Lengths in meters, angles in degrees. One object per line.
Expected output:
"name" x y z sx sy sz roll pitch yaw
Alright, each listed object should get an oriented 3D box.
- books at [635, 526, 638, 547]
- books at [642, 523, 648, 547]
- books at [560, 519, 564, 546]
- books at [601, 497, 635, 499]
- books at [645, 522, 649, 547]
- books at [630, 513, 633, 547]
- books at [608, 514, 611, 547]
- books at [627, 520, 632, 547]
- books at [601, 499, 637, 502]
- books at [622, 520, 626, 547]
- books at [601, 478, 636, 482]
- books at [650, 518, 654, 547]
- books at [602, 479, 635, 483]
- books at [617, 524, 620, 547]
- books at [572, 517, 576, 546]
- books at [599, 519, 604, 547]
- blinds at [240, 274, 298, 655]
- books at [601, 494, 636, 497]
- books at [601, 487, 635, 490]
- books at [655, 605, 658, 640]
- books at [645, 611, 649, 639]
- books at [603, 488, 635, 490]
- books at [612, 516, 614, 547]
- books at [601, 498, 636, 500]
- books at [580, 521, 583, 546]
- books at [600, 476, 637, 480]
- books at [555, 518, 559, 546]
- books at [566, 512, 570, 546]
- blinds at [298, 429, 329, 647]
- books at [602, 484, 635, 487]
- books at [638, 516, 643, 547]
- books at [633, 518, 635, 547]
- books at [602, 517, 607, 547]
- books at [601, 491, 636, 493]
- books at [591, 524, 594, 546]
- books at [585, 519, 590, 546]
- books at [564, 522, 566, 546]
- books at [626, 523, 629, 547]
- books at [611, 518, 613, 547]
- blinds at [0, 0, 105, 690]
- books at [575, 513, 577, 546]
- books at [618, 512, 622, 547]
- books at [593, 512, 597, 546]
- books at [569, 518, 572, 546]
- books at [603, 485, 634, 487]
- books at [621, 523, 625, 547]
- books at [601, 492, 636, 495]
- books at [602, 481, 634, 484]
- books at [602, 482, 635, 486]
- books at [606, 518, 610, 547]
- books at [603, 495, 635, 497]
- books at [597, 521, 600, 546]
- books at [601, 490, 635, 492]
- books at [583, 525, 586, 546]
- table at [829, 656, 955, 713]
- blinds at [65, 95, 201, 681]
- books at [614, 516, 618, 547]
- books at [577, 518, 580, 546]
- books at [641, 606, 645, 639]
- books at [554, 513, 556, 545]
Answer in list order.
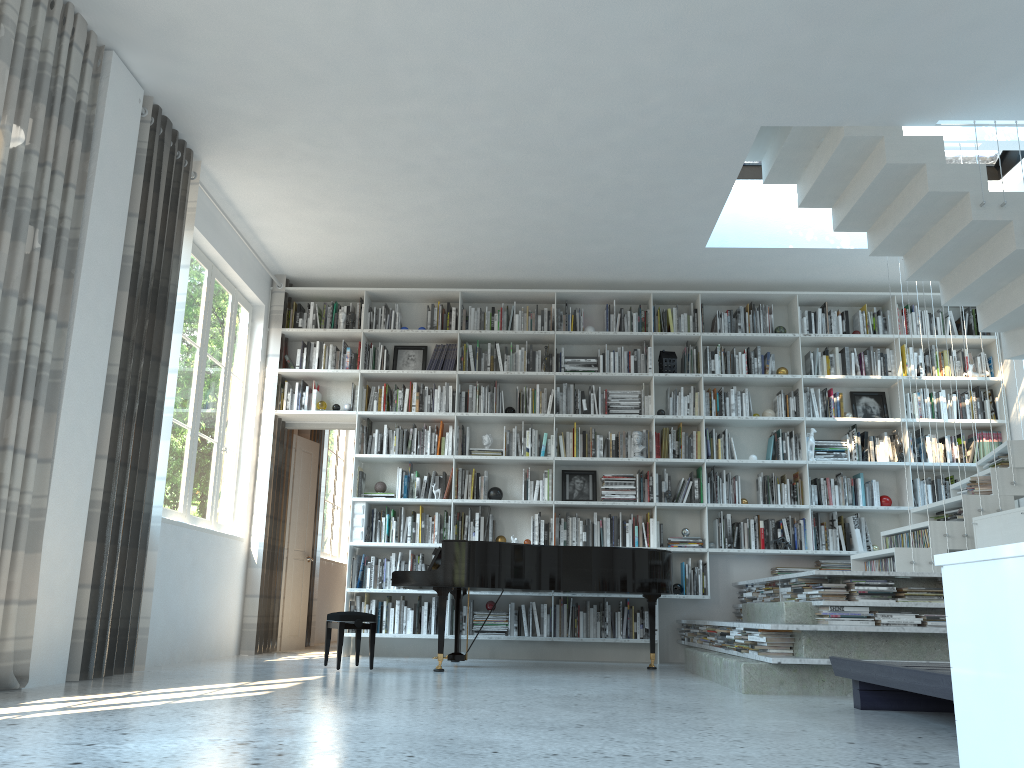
"books" 1.036 1.289 7.427 0.023 0.182 0.169 1 -14 2
"books" 1.106 1.276 7.429 0.042 0.211 0.169 1 -14 2
"books" 0.418 1.257 7.456 0.027 0.233 0.168 1 -14 2
"books" 0.902 0.971 7.521 0.285 0.012 0.160 -1 -15 7
"books" 1.132 1.274 7.430 0.011 0.216 0.166 1 -14 2
"books" 1.005 1.239 7.458 0.014 0.293 0.138 1 -14 2
"books" 0.824 1.243 7.474 0.014 0.285 0.135 1 -14 2
"books" 0.985 1.265 7.440 0.023 0.234 0.175 1 -14 2
"books" 0.901 0.994 7.515 0.285 0.012 0.160 2 -14 -3
"books" 0.944 1.267 7.453 0.014 0.234 0.154 1 -14 2
"books" 0.905 0.822 7.565 0.285 0.012 0.160 0 -14 4
"books" 1.165 1.259 7.427 0.033 0.245 0.176 1 -14 2
"books" 0.905 0.832 7.558 0.254 0.012 0.161 2 -14 -2
"books" 0.890 1.282 7.453 0.021 0.202 0.128 1 -14 2
"books" 0.520 1.254 7.460 0.027 0.245 0.179 1 -14 2
"books" 0.750 1.263 7.459 0.031 0.236 0.159 1 -14 2
"blinds" -2.078 0.690 7.818 0.140 3.221 0.778 1 -14 2
"books" 0.903 0.952 7.538 0.285 0.012 0.160 1 -14 2
"books" 0.904 0.891 7.541 0.285 0.012 0.160 -1 -15 7
"books" 1.147 1.935 7.208 0.038 0.268 0.278 1 -14 2
"books" 1.092 1.973 7.258 0.029 0.217 0.191 1 -14 2
"books" 0.904 0.903 7.538 0.254 0.012 0.161 2 -14 -3
"books" 0.847 1.251 7.454 0.010 0.260 0.182 1 -14 2
"books" 0.902 0.985 7.527 0.285 0.012 0.160 1 -14 1
"books" 0.579 1.267 7.447 0.023 0.217 0.175 1 -14 2
"books" 0.905 0.808 7.561 0.285 0.012 0.160 2 -14 -3
"books" 0.379 1.257 7.476 0.029 0.243 0.154 1 -14 2
"books" 0.470 1.238 7.489 0.027 0.290 0.141 1 -14 2
"blinds" -2.045 0.985 8.962 0.140 3.221 0.778 1 -14 2
"books" 0.904 0.868 7.551 0.254 0.012 0.161 1 -14 -1
"books" 1.072 1.249 7.448 0.026 0.271 0.175 1 -14 2
"books" 1.019 1.259 7.460 0.014 0.255 0.145 1 -14 2
"books" 0.779 1.259 7.474 0.025 0.254 0.136 1 -14 2
"books" 0.903 0.927 7.539 0.285 0.012 0.160 0 -14 4
"books" 0.672 1.278 7.442 0.023 0.196 0.165 1 -14 2
"books" 0.633 1.258 7.451 0.029 0.237 0.166 1 -14 2
"books" 0.444 1.273 7.464 0.024 0.208 0.170 1 -14 2
"books" 0.962 1.279 7.437 0.023 0.204 0.167 1 -14 2
"books" 0.836 1.259 7.463 0.011 0.251 0.159 1 -14 2
"blinds" -2.191 -0.362 3.819 0.183 3.252 1.029 1 -14 1
"books" 0.540 1.236 7.460 0.013 0.281 0.166 1 -14 2
"books" 0.907 1.234 7.453 0.012 0.296 0.178 1 -14 2
"books" 0.698 1.236 7.465 0.026 0.291 0.152 1 -14 2
"books" 0.495 1.257 7.478 0.024 0.247 0.132 1 -14 2
"books" 0.904 0.880 7.548 0.254 0.012 0.161 0 -14 5
"books" 0.924 1.277 7.440 0.024 0.206 0.183 1 -14 2
"books" 0.903 0.939 7.539 0.285 0.012 0.160 0 -14 3
"books" 0.905 0.845 7.557 0.254 0.012 0.161 1 -14 -1
"books" 0.904 0.856 7.552 0.254 0.012 0.161 2 -14 -2
"books" 0.803 1.257 7.446 0.026 0.244 0.192 1 -14 2
"books" 0.902 0.960 7.524 0.254 0.012 0.161 2 -14 -3
"books" 0.723 1.273 7.465 0.025 0.220 0.140 1 -14 2
"books" 0.903 0.914 7.535 0.285 0.012 0.160 -1 -15 7
"books" 0.604 1.282 7.438 0.029 0.183 0.175 1 -14 2
"table" 2.006 1.150 3.239 1.270 0.217 1.261 1 -14 2
"blinds" -2.158 -0.010 5.107 0.140 3.221 0.778 1 -14 2
"books" 0.865 1.248 7.447 0.028 0.264 0.162 1 -14 2
"books" 0.557 1.259 7.473 0.021 0.244 0.142 1 -14 2
"books" 1.072 1.956 7.269 0.013 0.255 0.177 1 -14 2
"books" 0.359 1.237 7.484 0.012 0.284 0.160 1 -14 2
